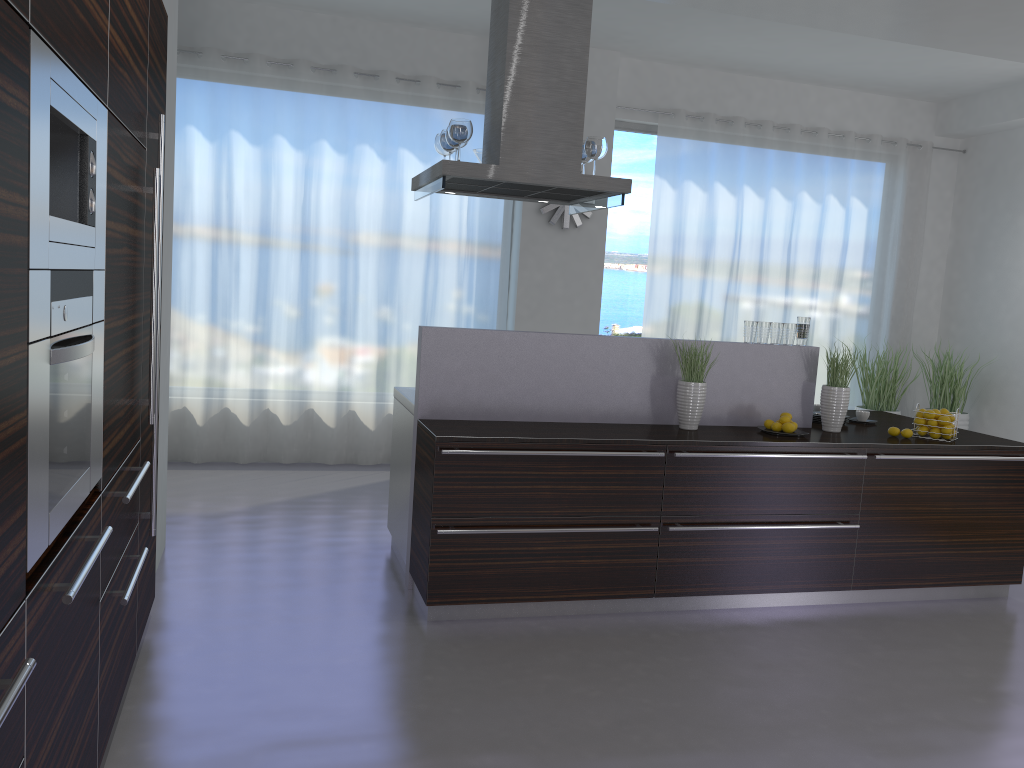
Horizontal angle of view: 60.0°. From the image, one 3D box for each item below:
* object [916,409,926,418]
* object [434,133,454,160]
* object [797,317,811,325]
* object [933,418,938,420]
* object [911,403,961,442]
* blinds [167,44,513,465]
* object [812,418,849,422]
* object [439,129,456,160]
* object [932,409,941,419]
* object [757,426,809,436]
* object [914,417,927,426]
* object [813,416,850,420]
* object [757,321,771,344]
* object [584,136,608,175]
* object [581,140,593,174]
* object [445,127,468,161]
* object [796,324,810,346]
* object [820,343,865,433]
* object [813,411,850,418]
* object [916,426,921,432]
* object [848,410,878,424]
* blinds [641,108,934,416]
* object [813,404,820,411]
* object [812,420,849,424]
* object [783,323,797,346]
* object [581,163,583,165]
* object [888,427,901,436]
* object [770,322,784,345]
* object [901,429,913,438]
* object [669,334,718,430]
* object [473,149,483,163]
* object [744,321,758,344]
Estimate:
[{"bbox_3d":[2.227,0.163,4.820,0.052,0.060,0.057,0,7,-28],"label":"object"},{"bbox_3d":[-0.369,-1.256,4.873,0.125,0.221,0.125,5,6,9],"label":"object"},{"bbox_3d":[1.595,-0.308,4.864,0.072,0.119,0.071,6,7,24],"label":"object"},{"bbox_3d":[2.320,0.191,4.839,0.055,0.051,0.061,1,7,-22],"label":"object"},{"bbox_3d":[2.301,0.205,4.810,0.207,0.174,0.189,9,8,39],"label":"object"},{"bbox_3d":[-1.572,-0.905,6.924,3.245,3.112,0.120,2,6,-16],"label":"blinds"},{"bbox_3d":[1.830,0.203,5.186,0.232,0.020,0.232,3,6,-8],"label":"object"},{"bbox_3d":[-0.329,-1.238,4.733,0.125,0.221,0.125,5,6,9],"label":"object"},{"bbox_3d":[2.294,0.162,4.803,0.051,0.053,0.063,2,6,-15],"label":"object"},{"bbox_3d":[1.406,0.247,4.605,0.232,0.020,0.232,3,6,-8],"label":"object"},{"bbox_3d":[2.209,0.203,4.800,0.063,0.051,0.053,9,8,42],"label":"object"},{"bbox_3d":[1.830,0.194,5.185,0.232,0.020,0.232,2,6,-13],"label":"object"},{"bbox_3d":[1.360,-0.277,4.801,0.072,0.119,0.071,6,7,24],"label":"object"},{"bbox_3d":[0.435,-1.179,4.651,0.125,0.221,0.125,5,6,9],"label":"object"},{"bbox_3d":[0.392,-1.198,4.802,0.125,0.221,0.125,5,6,9],"label":"object"},{"bbox_3d":[-0.286,-1.219,4.583,0.125,0.221,0.125,5,6,9],"label":"object"},{"bbox_3d":[1.593,-0.269,4.868,0.072,0.119,0.071,6,7,24],"label":"object"},{"bbox_3d":[1.769,0.010,4.771,0.247,0.502,0.269,7,7,27],"label":"object"},{"bbox_3d":[1.650,0.105,5.205,0.646,0.147,0.269,5,6,9],"label":"object"},{"bbox_3d":[2.240,0.254,4.848,0.061,0.053,0.053,7,7,26],"label":"object"},{"bbox_3d":[2.082,0.197,5.268,0.153,0.069,0.153,-2,8,-42],"label":"object"},{"bbox_3d":[2.526,-0.764,8.104,2.830,3.112,0.120,2,6,-16],"label":"blinds"},{"bbox_3d":[1.890,0.164,5.460,0.153,0.069,0.153,6,6,17],"label":"object"},{"bbox_3d":[1.829,0.213,5.187,0.232,0.020,0.232,3,6,-8],"label":"object"},{"bbox_3d":[1.515,-0.272,4.846,0.072,0.119,0.071,6,7,24],"label":"object"},{"bbox_3d":[0.352,-1.216,4.942,0.125,0.221,0.125,5,6,9],"label":"object"},{"bbox_3d":[2.052,0.256,4.762,0.063,0.051,0.053,9,8,42],"label":"object"},{"bbox_3d":[1.437,-0.274,4.823,0.072,0.119,0.071,6,7,24],"label":"object"},{"bbox_3d":[2.105,0.264,4.727,0.063,0.051,0.053,2,6,-12],"label":"object"},{"bbox_3d":[0.922,-0.017,4.501,0.269,0.502,0.247,2,6,-16],"label":"object"},{"bbox_3d":[-0.161,-1.237,5.042,0.137,0.174,0.137,9,8,39],"label":"object"},{"bbox_3d":[1.282,-0.280,4.779,0.071,0.119,0.072,8,7,34],"label":"object"}]
